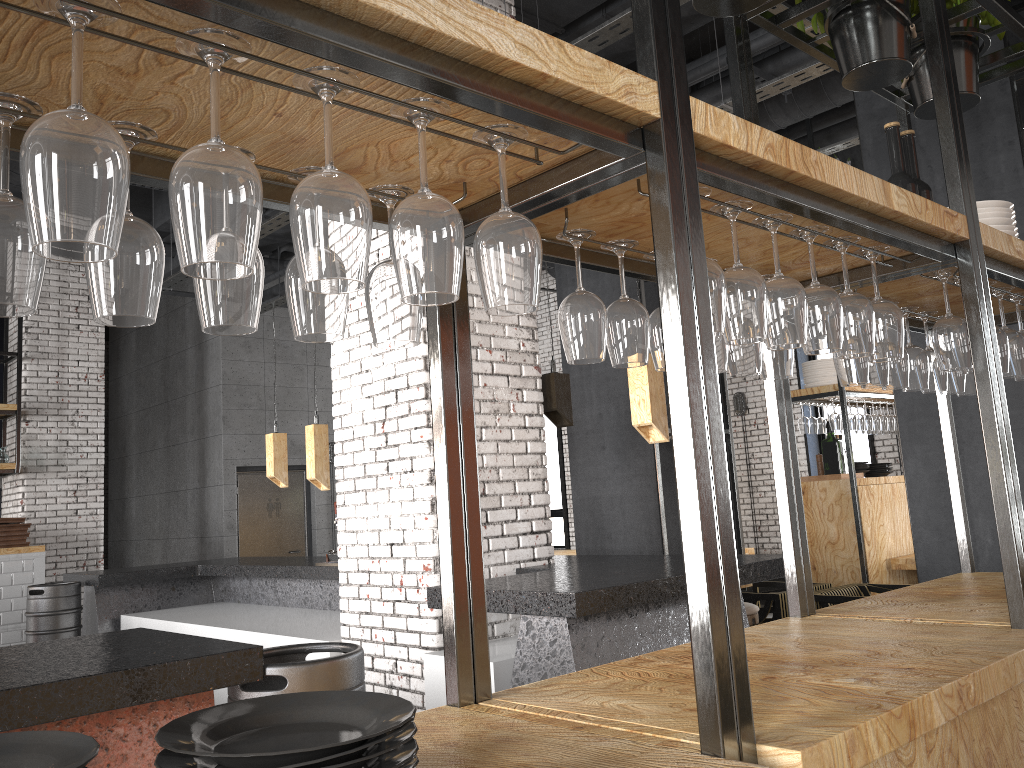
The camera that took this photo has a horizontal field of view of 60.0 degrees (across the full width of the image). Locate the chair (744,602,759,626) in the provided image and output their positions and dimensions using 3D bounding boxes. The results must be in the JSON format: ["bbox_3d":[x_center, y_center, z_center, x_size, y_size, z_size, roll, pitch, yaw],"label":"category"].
[{"bbox_3d":[1.141,1.582,4.753,0.438,0.808,0.479,-7,-9,21],"label":"chair"}]

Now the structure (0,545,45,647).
[{"bbox_3d":[-7.100,2.208,7.045,5.796,1.350,1.507,3,-11,-42],"label":"structure"}]

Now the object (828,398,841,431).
[{"bbox_3d":[2.710,0.254,7.455,0.101,0.268,0.100,-3,-9,-6],"label":"object"}]

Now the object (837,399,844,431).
[{"bbox_3d":[2.811,0.260,7.549,0.101,0.268,0.100,-3,-9,-6],"label":"object"}]

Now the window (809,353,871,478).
[{"bbox_3d":[3.874,0.556,10.297,0.364,2.707,0.747,4,-12,-42],"label":"window"}]

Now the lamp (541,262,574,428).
[{"bbox_3d":[0.209,-0.450,5.064,0.127,1.399,0.127,4,-12,-42],"label":"lamp"}]

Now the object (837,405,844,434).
[{"bbox_3d":[3.053,0.326,8.153,0.101,0.268,0.100,-3,-9,-6],"label":"object"}]

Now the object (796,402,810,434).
[{"bbox_3d":[2.517,0.295,7.662,0.101,0.268,0.100,-3,-9,-6],"label":"object"}]

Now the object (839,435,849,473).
[{"bbox_3d":[2.839,0.623,7.636,0.070,0.369,0.107,5,-12,-43],"label":"object"}]

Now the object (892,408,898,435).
[{"bbox_3d":[3.883,0.373,8.913,0.101,0.268,0.100,-2,-9,-12],"label":"object"}]

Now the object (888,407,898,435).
[{"bbox_3d":[3.774,0.367,8.813,0.101,0.268,0.100,-2,-9,-12],"label":"object"}]

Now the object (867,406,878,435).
[{"bbox_3d":[3.455,0.349,8.521,0.101,0.268,0.100,-3,-9,-6],"label":"object"}]

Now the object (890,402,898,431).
[{"bbox_3d":[3.554,0.302,8.228,0.101,0.268,0.100,-3,-9,-6],"label":"object"}]

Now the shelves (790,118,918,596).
[{"bbox_3d":[3.324,-0.206,8.364,2.331,5.034,0.688,4,-12,-42],"label":"shelves"}]

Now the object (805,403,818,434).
[{"bbox_3d":[2.619,0.301,7.755,0.101,0.268,0.100,-3,-9,-6],"label":"object"}]

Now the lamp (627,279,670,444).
[{"bbox_3d":[0.652,-0.468,4.583,0.127,1.551,0.127,4,-12,-42],"label":"lamp"}]

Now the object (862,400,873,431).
[{"bbox_3d":[3.137,0.279,7.847,0.101,0.268,0.100,-3,-9,-6],"label":"object"}]

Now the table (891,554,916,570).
[{"bbox_3d":[4.241,1.782,7.558,2.115,0.765,0.998,3,-11,-42],"label":"table"}]

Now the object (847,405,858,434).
[{"bbox_3d":[3.161,0.332,8.252,0.101,0.268,0.100,-3,-9,-6],"label":"object"}]

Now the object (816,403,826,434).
[{"bbox_3d":[2.727,0.307,7.855,0.101,0.268,0.100,-3,-9,-6],"label":"object"}]

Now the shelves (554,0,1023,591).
[{"bbox_3d":[1.028,-0.538,7.098,1.002,4.380,6.133,4,-11,-42],"label":"shelves"}]

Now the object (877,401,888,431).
[{"bbox_3d":[3.354,0.291,8.046,0.101,0.268,0.100,-3,-9,-6],"label":"object"}]

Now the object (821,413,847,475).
[{"bbox_3d":[2.718,0.521,7.527,0.106,0.556,0.156,5,-12,-43],"label":"object"}]

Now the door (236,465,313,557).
[{"bbox_3d":[-3.076,2.106,11.359,1.119,2.109,0.158,4,-12,-42],"label":"door"}]

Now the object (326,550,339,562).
[{"bbox_3d":[-1.192,1.193,6.155,0.177,0.091,0.091,-7,-9,22],"label":"object"}]

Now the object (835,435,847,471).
[{"bbox_3d":[2.791,0.620,7.592,0.070,0.369,0.107,5,-12,-43],"label":"object"}]

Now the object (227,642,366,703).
[{"bbox_3d":[-0.573,1.269,2.420,0.399,1.038,0.396,-3,-9,-8],"label":"object"}]

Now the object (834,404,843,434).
[{"bbox_3d":[2.944,0.320,8.054,0.101,0.268,0.100,-3,-9,-6],"label":"object"}]

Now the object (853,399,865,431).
[{"bbox_3d":[3.028,0.272,7.747,0.101,0.268,0.100,-3,-9,-6],"label":"object"}]

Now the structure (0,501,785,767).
[{"bbox_3d":[-2.152,1.467,4.770,4.307,1.538,5.863,3,-11,-43],"label":"structure"}]

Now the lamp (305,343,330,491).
[{"bbox_3d":[-1.536,0.026,6.928,0.127,1.612,0.127,4,-12,-42],"label":"lamp"}]

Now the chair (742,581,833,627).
[{"bbox_3d":[1.769,1.762,6.058,0.656,0.732,0.637,3,-11,-41],"label":"chair"}]

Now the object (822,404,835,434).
[{"bbox_3d":[2.836,0.313,7.954,0.101,0.268,0.100,-3,-9,-6],"label":"object"}]

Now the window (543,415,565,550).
[{"bbox_3d":[0.630,1.244,13.776,0.364,2.707,0.747,4,-12,-42],"label":"window"}]

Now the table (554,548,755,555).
[{"bbox_3d":[0.913,2.444,10.801,0.999,0.765,4.126,4,-11,-43],"label":"table"}]

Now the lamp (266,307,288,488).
[{"bbox_3d":[-1.976,0.090,7.402,0.127,1.551,0.127,4,-12,-42],"label":"lamp"}]

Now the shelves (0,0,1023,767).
[{"bbox_3d":[0.489,-0.867,2.081,3.657,5.034,0.688,4,-12,-42],"label":"shelves"}]

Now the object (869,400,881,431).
[{"bbox_3d":[3.245,0.285,7.946,0.101,0.268,0.100,-3,-9,-6],"label":"object"}]

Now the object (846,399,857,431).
[{"bbox_3d":[2.920,0.266,7.648,0.101,0.268,0.100,-3,-9,-6],"label":"object"}]

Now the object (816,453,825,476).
[{"bbox_3d":[2.735,0.735,7.862,0.056,0.249,0.056,-11,-11,39],"label":"object"}]

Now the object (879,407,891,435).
[{"bbox_3d":[3.665,0.361,8.714,0.101,0.268,0.100,-2,-9,-12],"label":"object"}]

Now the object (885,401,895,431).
[{"bbox_3d":[3.457,0.297,8.140,0.101,0.268,0.100,-3,-9,-6],"label":"object"}]

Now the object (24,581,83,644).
[{"bbox_3d":[-3.486,2.048,6.743,0.399,1.038,0.396,-3,-9,-8],"label":"object"}]

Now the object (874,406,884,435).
[{"bbox_3d":[3.557,0.355,8.615,0.101,0.268,0.100,-3,-9,-6],"label":"object"}]

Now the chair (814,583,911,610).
[{"bbox_3d":[2.290,1.651,5.499,0.656,0.732,0.637,3,-11,-40],"label":"chair"}]

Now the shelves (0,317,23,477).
[{"bbox_3d":[-7.376,-0.694,7.519,5.673,3.076,0.596,4,-11,-42],"label":"shelves"}]
